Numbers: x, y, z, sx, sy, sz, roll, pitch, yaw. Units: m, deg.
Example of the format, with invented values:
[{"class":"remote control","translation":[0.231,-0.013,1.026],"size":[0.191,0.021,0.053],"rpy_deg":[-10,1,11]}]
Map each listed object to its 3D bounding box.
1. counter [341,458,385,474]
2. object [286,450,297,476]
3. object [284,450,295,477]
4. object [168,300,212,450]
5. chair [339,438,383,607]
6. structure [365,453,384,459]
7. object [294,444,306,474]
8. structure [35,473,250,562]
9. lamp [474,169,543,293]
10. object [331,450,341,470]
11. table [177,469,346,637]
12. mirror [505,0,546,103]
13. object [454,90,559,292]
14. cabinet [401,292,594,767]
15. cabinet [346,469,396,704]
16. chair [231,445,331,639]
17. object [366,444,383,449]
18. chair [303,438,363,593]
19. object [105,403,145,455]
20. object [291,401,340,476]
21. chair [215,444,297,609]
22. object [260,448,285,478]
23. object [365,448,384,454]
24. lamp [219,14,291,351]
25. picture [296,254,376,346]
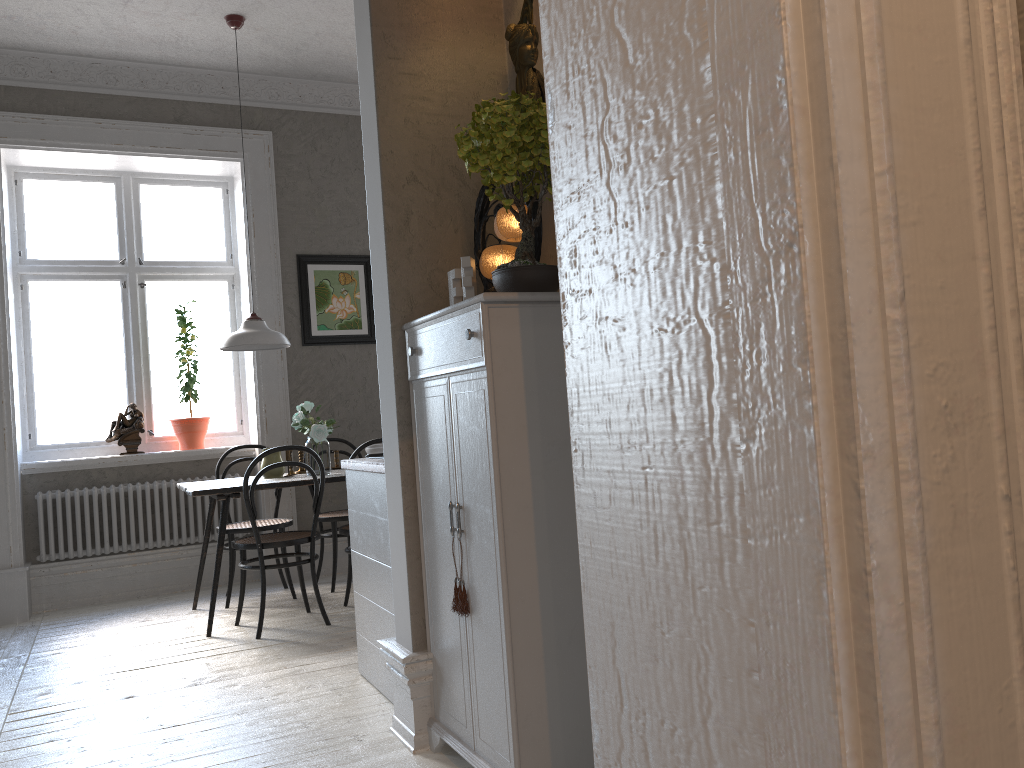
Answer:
[{"class":"counter","translation":[0.523,0.283,5.059],"size":[3.448,0.039,3.108],"rpy_deg":[-3,-2,-26]},{"class":"object","translation":[-1.278,0.440,5.114],"size":[0.062,0.172,0.062],"rpy_deg":[-4,-2,-4]},{"class":"object","translation":[-1.260,0.437,4.988],"size":[0.060,0.167,0.059],"rpy_deg":[-4,-2,-12]},{"class":"object","translation":[-2.140,-0.062,5.840],"size":[0.267,0.991,0.272],"rpy_deg":[-4,-2,14]},{"class":"chair","translation":[-0.700,0.746,4.744],"size":[0.443,0.920,0.542],"rpy_deg":[-4,-2,-18]},{"class":"structure","translation":[-0.225,0.255,3.523],"size":[0.616,0.031,0.488],"rpy_deg":[-3,-2,-26]},{"class":"object","translation":[-1.237,0.440,5.201],"size":[0.098,0.172,0.094],"rpy_deg":[-2,-2,-44]},{"class":"structure","translation":[-2.308,0.829,5.593],"size":[1.245,0.428,0.146],"rpy_deg":[-3,-2,-28]},{"class":"lamp","translation":[-0.011,-0.373,2.648],"size":[0.174,0.558,0.444],"rpy_deg":[-4,-2,-17]},{"class":"object","translation":[-1.077,0.465,5.439],"size":[0.142,0.112,0.136],"rpy_deg":[-2,-2,-43]},{"class":"table","translation":[-0.862,0.863,5.148],"size":[1.952,0.735,0.889],"rpy_deg":[-3,-2,-26]},{"class":"mirror","translation":[0.106,-1.013,2.629],"size":[0.072,0.593,0.524],"rpy_deg":[-3,-2,-25]},{"class":"object","translation":[0.023,-0.500,2.367],"size":[0.338,0.553,0.299],"rpy_deg":[-4,-2,8]},{"class":"cabinet","translation":[-0.002,0.434,2.496],"size":[0.390,1.297,0.655],"rpy_deg":[-3,-2,-25]},{"class":"cabinet","translation":[0.871,0.658,4.710],"size":[1.960,0.854,4.255],"rpy_deg":[-5,-2,21]},{"class":"chair","translation":[-1.185,0.773,4.500],"size":[0.446,0.920,0.539],"rpy_deg":[-3,-2,-28]},{"class":"object","translation":[-0.800,0.413,5.386],"size":[0.183,0.094,0.176],"rpy_deg":[-3,-2,-35]},{"class":"chair","translation":[-1.046,0.798,5.592],"size":[0.446,0.920,0.539],"rpy_deg":[-3,-2,-28]},{"class":"object","translation":[-2.472,0.287,5.652],"size":[0.241,0.329,0.118],"rpy_deg":[-3,-2,-24]},{"class":"object","translation":[-1.083,0.296,4.881],"size":[0.256,0.414,0.306],"rpy_deg":[-3,-2,-27]},{"class":"chair","translation":[-1.551,0.826,5.339],"size":[0.443,0.920,0.542],"rpy_deg":[-4,-2,-18]},{"class":"object","translation":[-1.358,0.443,5.000],"size":[0.147,0.170,0.138],"rpy_deg":[-5,-2,26]},{"class":"object","translation":[-0.799,0.433,5.385],"size":[0.183,0.094,0.176],"rpy_deg":[-3,-2,-35]},{"class":"lamp","translation":[-1.483,-1.121,4.923],"size":[0.376,1.858,0.382],"rpy_deg":[-4,-2,12]},{"class":"picture","translation":[-1.186,-0.574,6.044],"size":[0.530,0.619,0.019],"rpy_deg":[-3,-2,-26]}]
